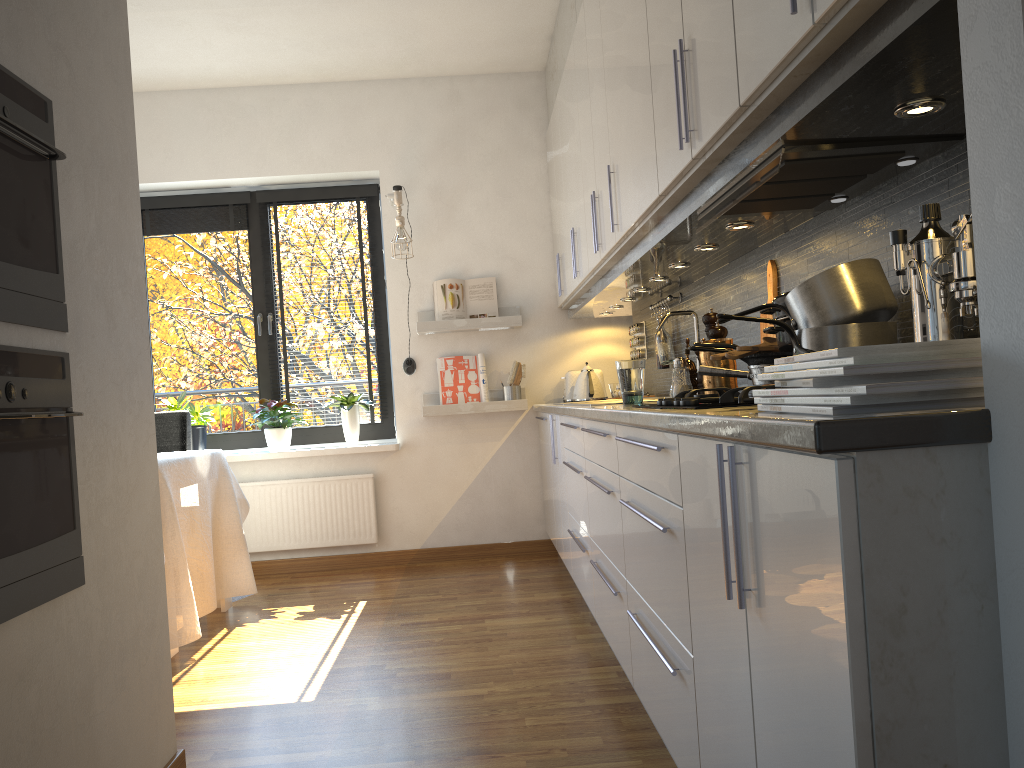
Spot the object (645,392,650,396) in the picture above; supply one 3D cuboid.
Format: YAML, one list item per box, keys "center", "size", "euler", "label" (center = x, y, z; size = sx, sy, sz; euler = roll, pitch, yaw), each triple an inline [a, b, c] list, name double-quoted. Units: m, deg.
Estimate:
- center: [0.693, 0.048, 4.558]
  size: [0.021, 0.026, 0.173]
  euler: [-4, -1, 7]
  label: "object"

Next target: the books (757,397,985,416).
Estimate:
- center: [0.479, 0.024, 1.125]
  size: [0.252, 0.011, 0.318]
  euler: [-4, -1, 1]
  label: "books"

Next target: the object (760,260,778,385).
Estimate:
- center: [0.811, -0.175, 2.746]
  size: [0.029, 0.419, 0.219]
  euler: [-4, 0, -3]
  label: "object"

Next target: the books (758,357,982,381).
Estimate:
- center: [0.484, -0.020, 1.125]
  size: [0.252, 0.011, 0.318]
  euler: [-4, -1, -1]
  label: "books"

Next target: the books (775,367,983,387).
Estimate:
- center: [0.489, -0.009, 1.140]
  size: [0.252, 0.011, 0.318]
  euler: [-4, -1, 9]
  label: "books"

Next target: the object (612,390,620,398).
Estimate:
- center: [0.543, 0.051, 4.590]
  size: [0.046, 0.045, 0.045]
  euler: [-4, -1, 0]
  label: "object"

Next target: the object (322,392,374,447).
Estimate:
- center: [-0.945, 0.203, 5.128]
  size: [0.292, 0.315, 0.354]
  euler: [-4, -1, -11]
  label: "object"

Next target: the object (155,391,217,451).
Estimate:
- center: [-1.825, 0.227, 5.064]
  size: [0.333, 0.384, 0.299]
  euler: [-4, 0, 13]
  label: "object"

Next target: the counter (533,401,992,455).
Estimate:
- center: [0.531, 0.154, 3.034]
  size: [0.622, 0.192, 4.250]
  euler: [-4, -1, -3]
  label: "counter"

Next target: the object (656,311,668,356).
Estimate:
- center: [0.718, -0.229, 4.111]
  size: [0.072, 0.203, 0.188]
  euler: [-4, 0, -16]
  label: "object"

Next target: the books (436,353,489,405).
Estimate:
- center: [-0.281, -0.003, 5.060]
  size: [0.283, 0.330, 0.138]
  euler: [-4, 0, -5]
  label: "books"

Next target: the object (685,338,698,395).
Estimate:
- center: [0.552, -0.045, 2.750]
  size: [0.058, 0.192, 0.080]
  euler: [-4, 0, -19]
  label: "object"

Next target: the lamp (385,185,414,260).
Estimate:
- center: [-0.626, -0.888, 4.973]
  size: [0.131, 0.395, 0.312]
  euler: [-4, 0, 2]
  label: "lamp"

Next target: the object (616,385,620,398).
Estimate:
- center: [0.576, 0.038, 4.650]
  size: [0.065, 0.064, 0.065]
  euler: [-4, -1, -3]
  label: "object"

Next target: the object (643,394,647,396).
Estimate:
- center: [0.672, 0.053, 4.566]
  size: [0.024, 0.017, 0.248]
  euler: [-4, -1, 32]
  label: "object"

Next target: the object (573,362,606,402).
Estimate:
- center: [0.407, -0.002, 4.813]
  size: [0.178, 0.236, 0.204]
  euler: [-4, -1, 34]
  label: "object"

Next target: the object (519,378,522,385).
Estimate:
- center: [0.031, 0.027, 5.081]
  size: [0.098, 0.193, 0.008]
  euler: [-4, 0, 20]
  label: "object"

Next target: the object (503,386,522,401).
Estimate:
- center: [0.002, 0.074, 5.059]
  size: [0.103, 0.124, 0.103]
  euler: [-4, 0, -5]
  label: "object"

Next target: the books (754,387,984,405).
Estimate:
- center: [0.479, 0.013, 1.113]
  size: [0.252, 0.011, 0.318]
  euler: [-4, -1, -3]
  label: "books"

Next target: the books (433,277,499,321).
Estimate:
- center: [-0.264, -0.459, 5.070]
  size: [0.364, 0.299, 0.109]
  euler: [-4, 0, -3]
  label: "books"

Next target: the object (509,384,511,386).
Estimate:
- center: [-0.008, 0.033, 5.052]
  size: [0.007, 0.200, 0.020]
  euler: [-4, 0, 19]
  label: "object"

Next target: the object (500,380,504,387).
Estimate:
- center: [-0.031, 0.051, 5.066]
  size: [0.089, 0.159, 0.007]
  euler: [-4, 0, -42]
  label: "object"

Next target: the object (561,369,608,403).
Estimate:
- center: [0.406, 0.016, 5.018]
  size: [0.253, 0.192, 0.175]
  euler: [-4, 0, -3]
  label: "object"

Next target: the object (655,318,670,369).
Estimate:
- center: [0.715, -0.200, 4.241]
  size: [0.060, 0.256, 0.060]
  euler: [-4, 0, 19]
  label: "object"

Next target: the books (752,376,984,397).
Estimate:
- center: [0.479, 0.002, 1.097]
  size: [0.252, 0.011, 0.318]
  euler: [-4, -1, -6]
  label: "books"

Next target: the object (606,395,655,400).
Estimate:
- center: [0.614, 0.074, 4.639]
  size: [0.213, 0.012, 0.335]
  euler: [-4, -1, -1]
  label: "object"

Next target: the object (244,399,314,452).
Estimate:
- center: [-1.339, 0.232, 5.057]
  size: [0.380, 0.308, 0.371]
  euler: [-4, -1, -28]
  label: "object"

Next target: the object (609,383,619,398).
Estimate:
- center: [0.552, 0.035, 4.719]
  size: [0.071, 0.076, 0.071]
  euler: [-4, -1, -10]
  label: "object"

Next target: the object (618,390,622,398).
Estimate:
- center: [0.568, 0.049, 4.546]
  size: [0.044, 0.043, 0.043]
  euler: [-4, -1, -6]
  label: "object"

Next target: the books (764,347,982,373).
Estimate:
- center: [0.497, -0.031, 1.137]
  size: [0.252, 0.011, 0.318]
  euler: [-4, -1, -1]
  label: "books"

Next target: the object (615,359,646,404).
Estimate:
- center: [0.400, -0.006, 2.968]
  size: [0.102, 0.146, 0.102]
  euler: [-4, 0, -3]
  label: "object"

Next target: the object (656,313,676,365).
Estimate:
- center: [0.707, -0.209, 4.090]
  size: [0.074, 0.242, 0.093]
  euler: [-4, 0, -29]
  label: "object"

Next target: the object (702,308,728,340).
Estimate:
- center: [0.633, -0.096, 2.742]
  size: [0.061, 0.282, 0.123]
  euler: [-4, 0, -3]
  label: "object"

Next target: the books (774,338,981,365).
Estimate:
- center: [0.502, -0.042, 1.144]
  size: [0.252, 0.011, 0.318]
  euler: [-4, -1, 4]
  label: "books"

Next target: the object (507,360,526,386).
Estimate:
- center: [0.025, -0.002, 5.028]
  size: [0.119, 0.267, 0.060]
  euler: [-4, 0, -11]
  label: "object"

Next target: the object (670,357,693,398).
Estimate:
- center: [0.514, -0.015, 2.698]
  size: [0.069, 0.135, 0.069]
  euler: [-4, 0, -28]
  label: "object"

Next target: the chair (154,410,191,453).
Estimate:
- center: [-1.840, 0.623, 4.263]
  size: [0.461, 0.960, 0.545]
  euler: [-4, 0, 3]
  label: "chair"
